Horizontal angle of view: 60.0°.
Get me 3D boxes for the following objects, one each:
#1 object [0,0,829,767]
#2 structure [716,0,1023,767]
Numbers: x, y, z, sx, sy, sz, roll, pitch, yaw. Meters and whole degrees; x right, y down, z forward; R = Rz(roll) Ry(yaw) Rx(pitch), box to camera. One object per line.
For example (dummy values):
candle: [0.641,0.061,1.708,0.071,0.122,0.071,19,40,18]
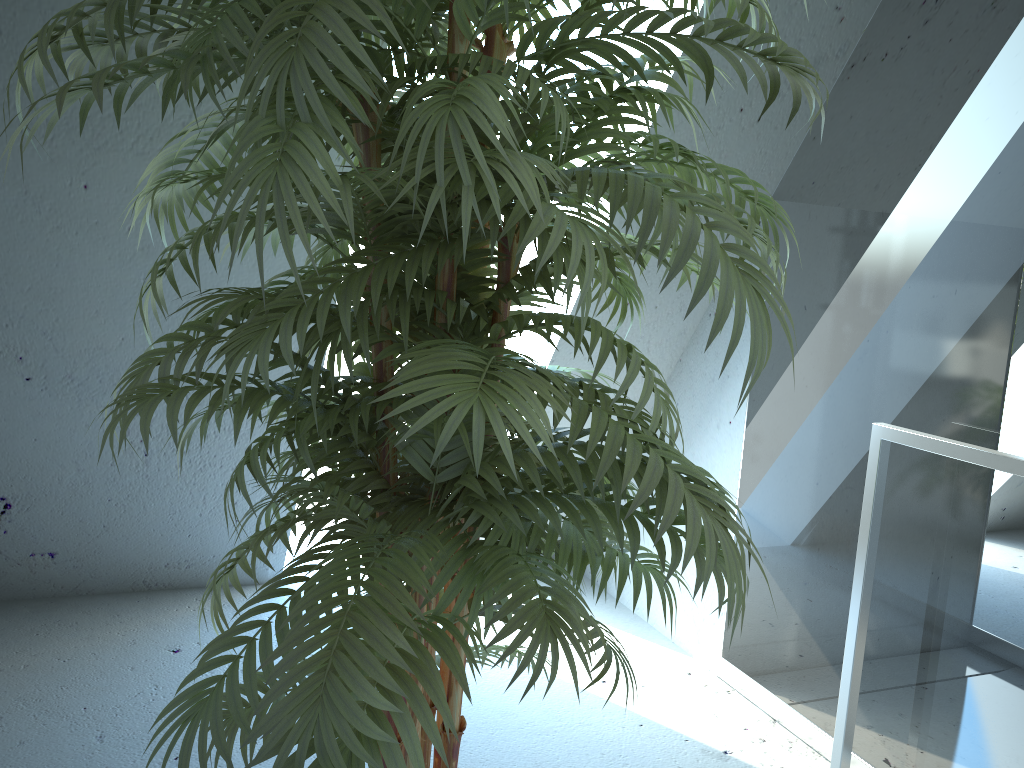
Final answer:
object: [-0.102,-0.051,1.225,1.020,2.034,0.980,8,8,26]
structure: [1.408,-0.057,1.769,1.184,2.114,1.835,1,8,-23]
